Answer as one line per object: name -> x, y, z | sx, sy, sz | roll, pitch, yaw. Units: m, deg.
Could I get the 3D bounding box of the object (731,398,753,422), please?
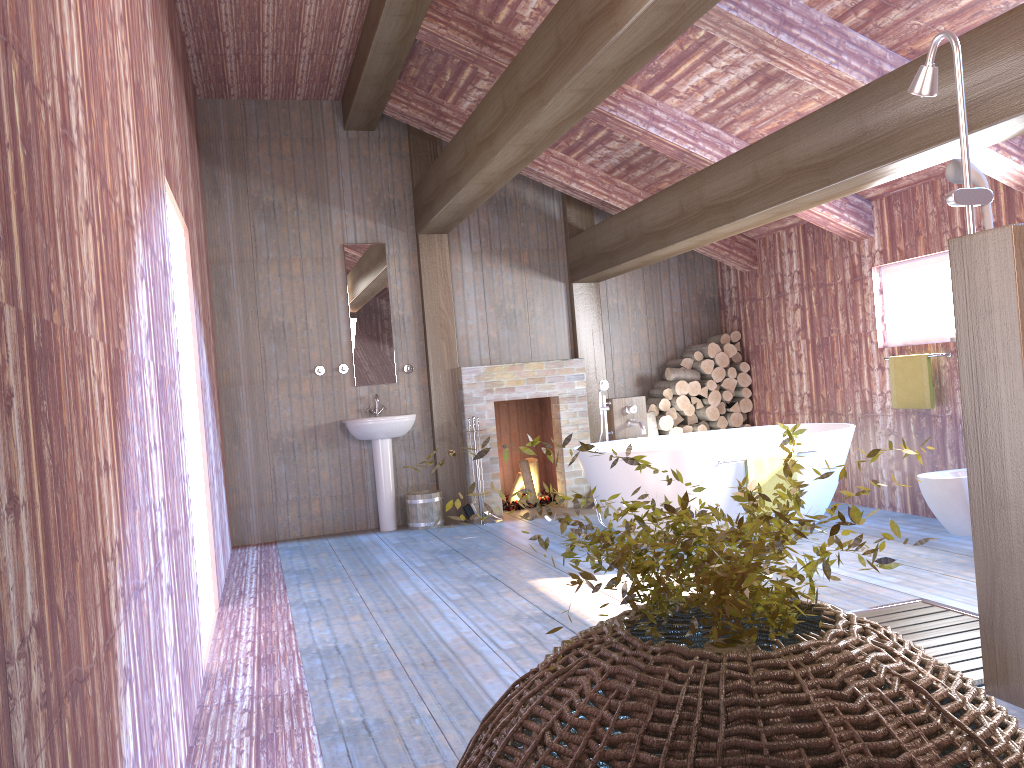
object -> 2.055, 0.248, 8.206 | 0.137, 0.256, 0.439 | -5, 0, -16

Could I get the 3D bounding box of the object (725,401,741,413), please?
object -> 1.944, 0.210, 8.164 | 0.115, 0.112, 0.423 | -5, 0, -16

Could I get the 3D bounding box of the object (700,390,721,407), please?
object -> 1.747, 0.137, 8.108 | 0.136, 0.157, 0.439 | -5, 0, -16

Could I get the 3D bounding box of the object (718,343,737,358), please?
object -> 1.902, -0.296, 8.186 | 0.133, 0.142, 0.456 | -5, 0, -15

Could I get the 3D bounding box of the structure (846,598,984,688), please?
structure -> 1.525, 1.027, 3.398 | 1.000, 0.067, 1.000 | -5, 0, -17

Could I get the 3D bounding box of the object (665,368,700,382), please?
object -> 1.528, -0.079, 7.941 | 0.302, 0.157, 0.121 | -5, 0, -16

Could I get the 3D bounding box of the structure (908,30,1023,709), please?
structure -> 1.608, -0.097, 2.884 | 0.328, 2.209, 0.522 | -5, 0, 4

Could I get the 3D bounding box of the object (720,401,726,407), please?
object -> 1.891, 0.188, 8.136 | 0.065, 0.069, 0.177 | -5, 0, -17

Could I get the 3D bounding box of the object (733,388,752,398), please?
object -> 2.054, 0.081, 8.200 | 0.102, 0.109, 0.438 | -5, 0, -16

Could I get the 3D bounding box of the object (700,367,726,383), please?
object -> 1.784, -0.073, 8.124 | 0.143, 0.151, 0.440 | -5, 0, -16

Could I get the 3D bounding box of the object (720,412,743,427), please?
object -> 1.951, 0.327, 8.171 | 0.137, 0.133, 0.437 | -5, 0, -18

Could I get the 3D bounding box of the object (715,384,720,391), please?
object -> 1.797, 0.052, 8.102 | 0.095, 0.090, 0.278 | -5, 0, -15

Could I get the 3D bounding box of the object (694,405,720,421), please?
object -> 1.716, 0.265, 8.095 | 0.141, 0.143, 0.437 | -5, 0, -18

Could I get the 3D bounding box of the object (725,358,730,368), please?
object -> 1.902, -0.179, 8.267 | 0.132, 0.119, 0.319 | -5, 0, -15

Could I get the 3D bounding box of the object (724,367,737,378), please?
object -> 1.917, -0.097, 8.162 | 0.089, 0.106, 0.437 | -5, 0, -15

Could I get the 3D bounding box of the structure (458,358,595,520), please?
structure -> 0.124, 0.475, 7.800 | 1.130, 1.330, 0.226 | -5, 0, -17

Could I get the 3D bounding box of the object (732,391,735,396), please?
object -> 1.983, 0.087, 8.225 | 0.088, 0.092, 0.280 | -5, 0, -16

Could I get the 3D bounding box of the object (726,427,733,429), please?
object -> 1.924, 0.446, 8.257 | 0.118, 0.106, 0.319 | -5, 0, -19

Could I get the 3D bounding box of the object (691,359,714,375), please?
object -> 1.678, -0.154, 8.113 | 0.139, 0.148, 0.458 | -5, 0, -16

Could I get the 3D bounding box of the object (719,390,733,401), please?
object -> 1.869, 0.106, 8.142 | 0.102, 0.109, 0.438 | -5, 0, -16

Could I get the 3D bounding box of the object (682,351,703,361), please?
object -> 1.647, -0.250, 8.077 | 0.094, 0.097, 0.227 | -5, 0, -16

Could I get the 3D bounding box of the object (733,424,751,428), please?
object -> 2.056, 0.434, 8.214 | 0.139, 0.137, 0.455 | -5, 0, -18

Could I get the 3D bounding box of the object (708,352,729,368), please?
object -> 1.811, -0.212, 8.136 | 0.141, 0.143, 0.437 | -5, 0, -18

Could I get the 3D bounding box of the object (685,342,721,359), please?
object -> 1.749, -0.299, 8.138 | 0.135, 0.139, 0.456 | -5, 0, -15

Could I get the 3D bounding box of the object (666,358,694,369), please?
object -> 1.540, -0.171, 8.154 | 0.140, 0.121, 0.319 | -5, 0, -15

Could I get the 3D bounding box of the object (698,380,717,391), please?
object -> 1.716, 0.011, 8.098 | 0.102, 0.109, 0.438 | -5, 0, -16

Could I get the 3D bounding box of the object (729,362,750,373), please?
object -> 2.039, -0.150, 8.201 | 0.102, 0.109, 0.438 | -5, 0, -16

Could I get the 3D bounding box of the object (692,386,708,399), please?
object -> 1.637, 0.089, 8.072 | 0.109, 0.124, 0.424 | -5, 0, -17

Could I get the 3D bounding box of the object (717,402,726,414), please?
object -> 1.828, 0.219, 8.115 | 0.111, 0.118, 0.302 | -5, 0, -17

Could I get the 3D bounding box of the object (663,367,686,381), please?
object -> 1.497, -0.082, 8.138 | 0.113, 0.130, 0.291 | -5, 0, -16

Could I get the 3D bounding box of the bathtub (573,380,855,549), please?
bathtub -> 1.389, 0.467, 6.018 | 1.935, 1.109, 1.460 | -5, 0, 5

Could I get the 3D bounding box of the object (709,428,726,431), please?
object -> 1.853, 0.453, 8.101 | 0.116, 0.117, 0.289 | -5, 0, -19

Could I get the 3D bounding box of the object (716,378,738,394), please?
object -> 1.887, 0.023, 8.182 | 0.172, 0.151, 0.482 | -5, 0, -15

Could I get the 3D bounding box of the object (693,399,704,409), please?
object -> 1.647, 0.178, 8.080 | 0.085, 0.096, 0.280 | -5, 0, -16

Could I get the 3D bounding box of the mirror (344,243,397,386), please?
mirror -> -1.199, -0.591, 7.505 | 0.350, 1.199, 0.009 | -5, 0, -17

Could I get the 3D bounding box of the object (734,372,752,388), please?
object -> 2.035, -0.037, 8.201 | 0.147, 0.152, 0.439 | -5, 0, -16

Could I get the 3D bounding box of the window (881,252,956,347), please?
window -> 2.854, -0.567, 5.767 | 0.054, 0.587, 1.255 | -5, 0, -16

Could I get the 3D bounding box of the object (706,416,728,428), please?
object -> 1.841, 0.346, 8.104 | 0.114, 0.113, 0.301 | -5, 0, -19
